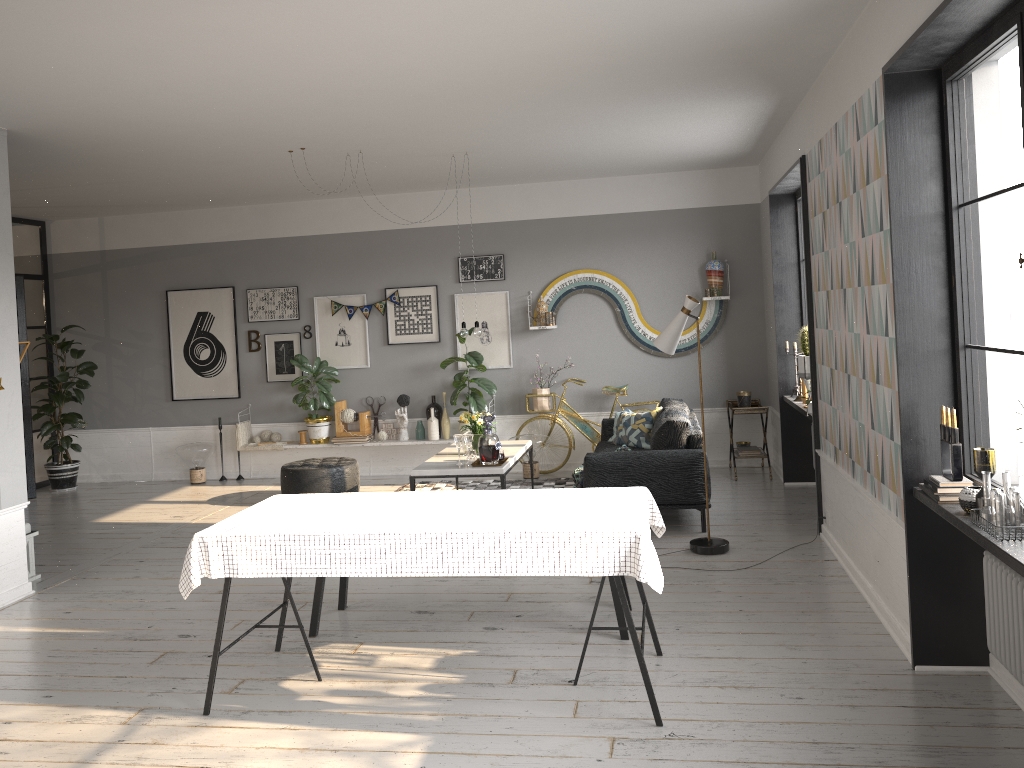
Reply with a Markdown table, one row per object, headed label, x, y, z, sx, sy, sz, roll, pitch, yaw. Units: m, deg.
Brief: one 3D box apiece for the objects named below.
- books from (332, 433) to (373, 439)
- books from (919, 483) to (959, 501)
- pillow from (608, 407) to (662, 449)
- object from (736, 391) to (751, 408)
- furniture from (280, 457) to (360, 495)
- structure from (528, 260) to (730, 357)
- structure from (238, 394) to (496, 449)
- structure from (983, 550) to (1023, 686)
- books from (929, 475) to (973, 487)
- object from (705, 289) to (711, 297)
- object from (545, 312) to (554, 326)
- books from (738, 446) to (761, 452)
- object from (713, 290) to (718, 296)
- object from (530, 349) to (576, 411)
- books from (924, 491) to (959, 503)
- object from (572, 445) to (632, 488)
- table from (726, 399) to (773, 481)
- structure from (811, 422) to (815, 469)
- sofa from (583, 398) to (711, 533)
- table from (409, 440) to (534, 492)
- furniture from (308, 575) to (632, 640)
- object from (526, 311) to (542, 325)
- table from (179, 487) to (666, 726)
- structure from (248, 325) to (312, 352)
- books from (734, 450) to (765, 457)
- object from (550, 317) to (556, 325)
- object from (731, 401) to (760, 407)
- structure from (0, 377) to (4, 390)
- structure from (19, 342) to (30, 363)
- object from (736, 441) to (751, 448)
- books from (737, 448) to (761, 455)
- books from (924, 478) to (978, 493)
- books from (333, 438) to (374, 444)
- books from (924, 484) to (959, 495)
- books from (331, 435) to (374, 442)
| label | x | y | z | sx | sy | sz | roll | pitch | yaw |
| --- | --- | --- | --- | --- | --- | --- | --- | --- | --- |
| books | -1.689 | 0.554 | 9.382 | 0.379 | 0.017 | 0.229 | -3 | 4 | 7 |
| books | 1.795 | 0.438 | 3.606 | 0.183 | 0.019 | 0.272 | -2 | 4 | 9 |
| pillow | 1.157 | 0.379 | 8.107 | 0.443 | 0.361 | 0.800 | -3 | 4 | -8 |
| object | 2.170 | 0.155 | 8.277 | 0.139 | 0.160 | 0.141 | -5 | 3 | -42 |
| furniture | -1.815 | 0.906 | 8.390 | 0.735 | 0.356 | 0.737 | -3 | 4 | -3 |
| structure | 1.171 | -0.721 | 8.918 | 2.021 | 0.955 | 0.267 | -2 | 1 | 10 |
| structure | -1.554 | 0.417 | 9.381 | 2.774 | 0.486 | 0.308 | -2 | 2 | 10 |
| structure | 1.838 | 0.918 | 2.938 | 0.148 | 0.427 | 1.227 | -3 | 4 | 8 |
| books | 1.771 | 0.391 | 3.573 | 0.123 | 0.017 | 0.154 | -2 | 4 | 11 |
| object | 1.933 | -0.895 | 8.724 | 0.060 | 0.079 | 0.060 | -3 | 2 | -2 |
| object | 0.378 | -0.661 | 8.988 | 0.086 | 0.139 | 0.086 | -3 | 1 | 2 |
| books | 2.251 | 0.617 | 8.397 | 0.177 | 0.013 | 0.295 | -3 | 4 | 7 |
| object | 1.994 | -0.895 | 8.679 | 0.050 | 0.058 | 0.050 | -3 | 2 | -1 |
| object | 0.398 | -0.040 | 8.969 | 0.487 | 0.640 | 0.254 | -2 | 1 | 27 |
| books | 1.789 | 0.453 | 3.609 | 0.161 | 0.011 | 0.268 | -2 | 4 | 12 |
| object | 0.730 | 0.693 | 6.938 | 0.490 | 0.328 | 0.668 | -3 | 4 | 5 |
| table | 2.262 | 0.522 | 8.472 | 0.339 | 0.678 | 0.744 | -3 | 3 | 10 |
| structure | 2.509 | 0.580 | 6.930 | 0.148 | 0.427 | 1.227 | -3 | 4 | 8 |
| sofa | 1.116 | 0.607 | 7.487 | 0.969 | 0.796 | 2.348 | -3 | 4 | 9 |
| table | -0.282 | 0.831 | 7.307 | 0.731 | 0.510 | 1.460 | -3 | 4 | 10 |
| furniture | -0.218 | 1.047 | 4.721 | 1.668 | 0.455 | 0.467 | -2 | 2 | 10 |
| object | 0.230 | -0.665 | 8.998 | 0.197 | 0.165 | 0.060 | -1 | 2 | 43 |
| table | -0.328 | 0.946 | 3.937 | 2.024 | 0.783 | 0.934 | -2 | 3 | 9 |
| structure | -2.535 | -0.496 | 9.681 | 0.738 | 0.263 | 0.024 | -2 | 1 | 10 |
| books | 2.246 | 0.654 | 8.386 | 0.229 | 0.016 | 0.286 | -3 | 4 | 4 |
| object | 0.416 | -0.641 | 9.061 | 0.062 | 0.081 | 0.062 | -4 | 2 | -15 |
| object | 2.271 | 0.195 | 8.621 | 0.246 | 0.015 | 0.319 | -2 | 4 | 10 |
| structure | -3.186 | -0.143 | 5.430 | 0.078 | 0.447 | 0.134 | -3 | 1 | -2 |
| structure | -3.467 | -0.428 | 5.831 | 0.495 | 0.775 | 0.185 | -3 | 1 | 10 |
| object | 2.258 | 0.608 | 8.633 | 0.145 | 0.073 | 0.146 | -3 | 4 | -4 |
| books | 2.243 | 0.635 | 8.396 | 0.201 | 0.022 | 0.299 | -2 | 4 | 10 |
| books | 1.777 | 0.410 | 3.576 | 0.162 | 0.022 | 0.199 | -2 | 4 | 11 |
| books | -1.672 | 0.601 | 9.374 | 0.368 | 0.021 | 0.297 | -3 | 4 | 4 |
| books | 1.789 | 0.424 | 3.598 | 0.174 | 0.011 | 0.217 | -2 | 4 | 15 |
| books | -1.686 | 0.577 | 9.371 | 0.384 | 0.029 | 0.261 | -2 | 4 | 10 |
